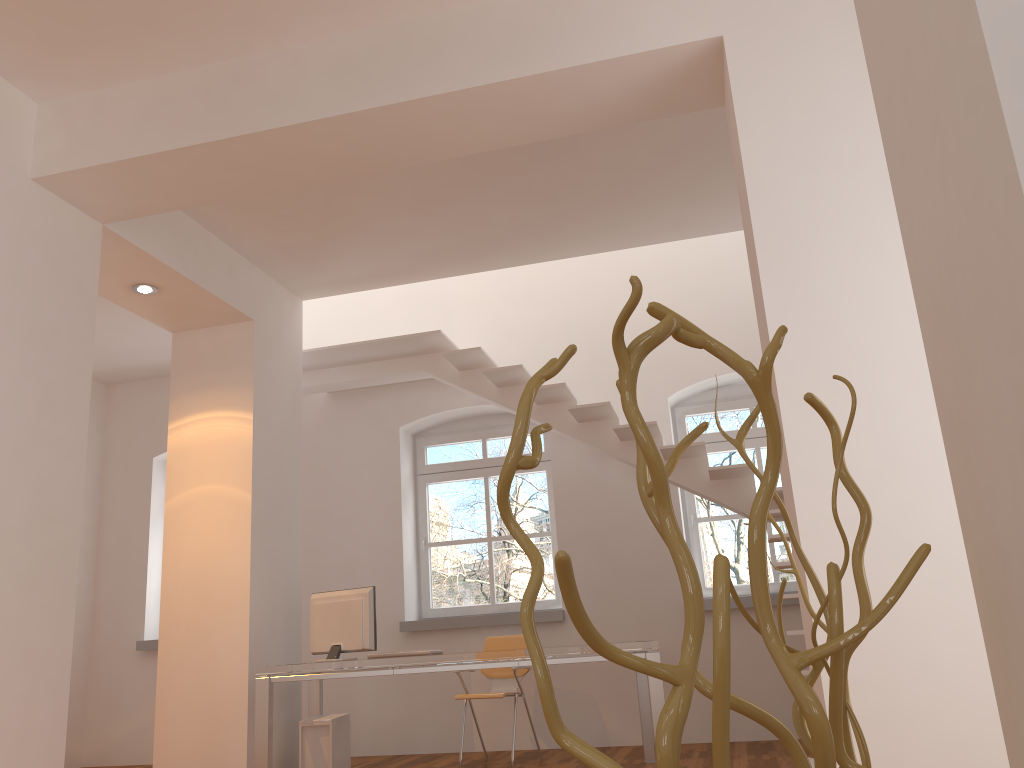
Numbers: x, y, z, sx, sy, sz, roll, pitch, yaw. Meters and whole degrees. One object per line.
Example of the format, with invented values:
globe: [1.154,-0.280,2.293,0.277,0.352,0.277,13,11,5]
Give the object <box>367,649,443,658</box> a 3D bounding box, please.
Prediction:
object: [-0.686,1.725,5.680,0.467,0.031,0.200,-11,-17,22]

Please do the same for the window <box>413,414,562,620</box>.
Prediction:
window: [-0.209,1.112,7.617,1.308,1.737,0.142,-7,-17,12]

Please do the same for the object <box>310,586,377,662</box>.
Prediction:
object: [-1.075,1.468,5.401,0.516,0.418,0.245,-18,-22,41]

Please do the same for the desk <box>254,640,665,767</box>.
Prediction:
desk: [-0.253,1.996,5.308,2.239,0.750,1.092,-5,-16,3]

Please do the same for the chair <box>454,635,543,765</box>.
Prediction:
chair: [-0.117,2.205,6.231,0.495,0.829,0.464,-12,-18,27]

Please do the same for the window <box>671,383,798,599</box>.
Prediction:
window: [2.012,0.821,7.124,1.308,1.737,0.142,-7,-17,12]

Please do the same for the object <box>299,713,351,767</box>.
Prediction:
object: [-1.161,2.303,5.537,0.200,0.422,0.474,-5,-16,3]

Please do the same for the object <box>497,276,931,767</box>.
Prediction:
object: [0.270,0.453,0.769,0.284,1.112,0.655,-14,-19,32]

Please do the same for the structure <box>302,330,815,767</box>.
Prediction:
structure: [0.291,0.788,5.361,4.630,3.042,3.450,-7,-17,12]
